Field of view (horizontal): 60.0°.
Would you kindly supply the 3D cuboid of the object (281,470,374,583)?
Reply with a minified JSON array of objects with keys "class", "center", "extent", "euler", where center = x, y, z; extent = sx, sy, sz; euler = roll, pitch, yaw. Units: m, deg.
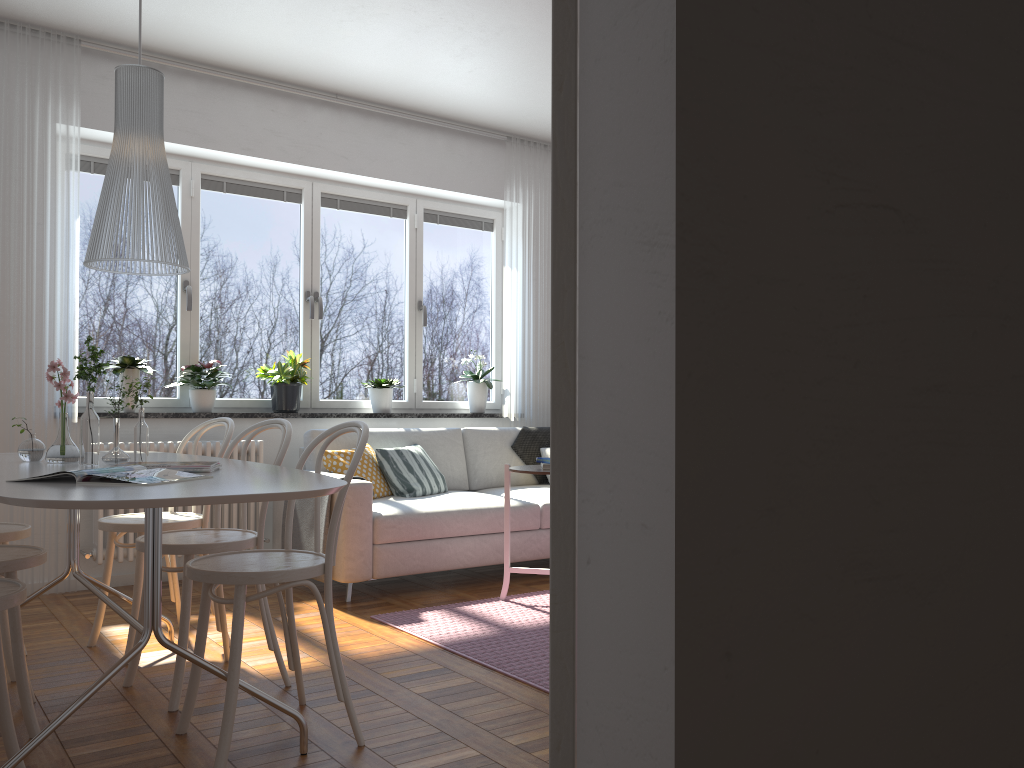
[{"class":"object","center":[-0.989,0.736,4.692],"extent":[0.288,0.533,0.608],"euler":[1,-1,-36]}]

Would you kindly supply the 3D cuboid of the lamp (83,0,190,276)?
[{"class":"lamp","center":[-1.110,-1.092,2.647],"extent":[0.293,1.496,0.293],"euler":[0,-1,9]}]

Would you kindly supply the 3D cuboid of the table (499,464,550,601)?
[{"class":"table","center":[0.291,0.741,4.333],"extent":[0.617,0.687,0.618],"euler":[1,-1,-37]}]

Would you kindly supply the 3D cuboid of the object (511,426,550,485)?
[{"class":"object","center":[0.462,0.617,6.130],"extent":[0.677,0.648,0.979],"euler":[0,-2,24]}]

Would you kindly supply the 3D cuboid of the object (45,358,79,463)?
[{"class":"object","center":[-1.501,0.089,2.974],"extent":[0.108,0.348,0.111],"euler":[0,-1,24]}]

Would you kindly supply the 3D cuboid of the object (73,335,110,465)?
[{"class":"object","center":[-1.359,0.051,2.862],"extent":[0.110,0.419,0.107],"euler":[-1,-1,43]}]

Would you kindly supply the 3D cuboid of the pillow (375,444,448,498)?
[{"class":"pillow","center":[-0.576,0.502,5.189],"extent":[0.309,0.288,0.470],"euler":[0,-2,25]}]

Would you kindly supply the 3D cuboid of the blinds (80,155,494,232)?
[{"class":"blinds","center":[-1.294,-1.192,5.701],"extent":[2.845,0.098,0.015],"euler":[1,-1,-36]}]

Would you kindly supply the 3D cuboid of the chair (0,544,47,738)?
[{"class":"chair","center":[-1.673,0.563,2.624],"extent":[0.520,0.917,0.448],"euler":[1,-1,-35]}]

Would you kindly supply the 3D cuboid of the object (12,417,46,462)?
[{"class":"object","center":[-1.649,0.189,3.022],"extent":[0.112,0.151,0.087],"euler":[0,-1,-13]}]

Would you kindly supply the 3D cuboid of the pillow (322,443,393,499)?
[{"class":"pillow","center":[-0.858,0.497,5.006],"extent":[0.313,0.317,0.464],"euler":[0,-2,22]}]

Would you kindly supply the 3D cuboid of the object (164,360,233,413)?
[{"class":"object","center":[-1.797,0.012,5.149],"extent":[0.371,0.308,0.380],"euler":[0,-2,29]}]

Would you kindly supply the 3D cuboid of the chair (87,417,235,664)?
[{"class":"chair","center":[-0.381,0.423,4.825],"extent":[0.448,1.342,3.695],"euler":[0,-2,40]}]

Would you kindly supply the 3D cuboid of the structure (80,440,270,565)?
[{"class":"structure","center":[-1.825,0.624,4.866],"extent":[0.972,0.623,0.224],"euler":[1,-1,-36]}]

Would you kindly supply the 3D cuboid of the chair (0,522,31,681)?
[{"class":"chair","center":[-2.022,0.579,3.183],"extent":[0.520,0.917,0.448],"euler":[1,-1,-30]}]

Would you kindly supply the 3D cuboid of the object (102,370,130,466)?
[{"class":"object","center":[-1.271,0.107,2.851],"extent":[0.084,0.308,0.084],"euler":[0,-1,9]}]

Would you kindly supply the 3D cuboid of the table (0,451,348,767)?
[{"class":"table","center":[-1.272,0.643,2.782],"extent":[0.931,0.769,2.289],"euler":[1,-2,-36]}]

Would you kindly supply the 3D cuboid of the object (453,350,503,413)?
[{"class":"object","center":[-0.271,-0.014,6.298],"extent":[0.340,0.444,0.286],"euler":[-1,-1,43]}]

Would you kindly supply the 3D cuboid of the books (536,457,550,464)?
[{"class":"books","center":[0.221,0.372,4.312],"extent":[0.136,0.024,0.175],"euler":[1,-2,-31]}]

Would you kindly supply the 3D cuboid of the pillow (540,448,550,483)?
[{"class":"pillow","center":[0.468,0.558,5.948],"extent":[0.532,0.259,0.301],"euler":[1,-1,-22]}]

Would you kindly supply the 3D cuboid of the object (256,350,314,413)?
[{"class":"object","center":[-1.387,-0.016,5.408],"extent":[0.333,0.384,0.299],"euler":[1,-1,-20]}]

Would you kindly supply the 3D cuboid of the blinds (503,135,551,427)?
[{"class":"blinds","center":[0.472,-0.295,6.573],"extent":[1.292,2.886,0.055],"euler":[1,-1,-36]}]

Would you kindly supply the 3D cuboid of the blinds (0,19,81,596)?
[{"class":"blinds","center":[-2.672,-0.377,4.320],"extent":[1.038,2.886,0.055],"euler":[1,-1,-36]}]

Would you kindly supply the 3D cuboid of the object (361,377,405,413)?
[{"class":"object","center":[-0.851,0.072,5.815],"extent":[0.283,0.237,0.267],"euler":[-1,-2,36]}]

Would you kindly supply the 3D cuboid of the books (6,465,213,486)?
[{"class":"books","center":[-1.016,0.229,2.259],"extent":[0.405,0.029,0.266],"euler":[0,-2,14]}]

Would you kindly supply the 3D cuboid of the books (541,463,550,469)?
[{"class":"books","center":[0.226,0.398,4.335],"extent":[0.162,0.026,0.209],"euler":[0,-2,-1]}]

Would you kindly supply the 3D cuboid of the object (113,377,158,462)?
[{"class":"object","center":[-1.271,0.119,3.016],"extent":[0.146,0.294,0.098],"euler":[0,-1,-2]}]

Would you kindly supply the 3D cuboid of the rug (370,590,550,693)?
[{"class":"rug","center":[1.034,1.069,3.828],"extent":[2.458,0.008,2.366],"euler":[1,-2,-36]}]

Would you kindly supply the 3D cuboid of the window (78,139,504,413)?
[{"class":"window","center":[-1.277,-0.571,5.665],"extent":[3.020,1.510,0.151],"euler":[1,-1,-36]}]

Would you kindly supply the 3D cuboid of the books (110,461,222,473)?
[{"class":"books","center":[-1.008,0.243,2.596],"extent":[0.278,0.022,0.204],"euler":[1,-2,-9]}]

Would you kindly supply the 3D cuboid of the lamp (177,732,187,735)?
[{"class":"lamp","center":[0.025,0.415,4.476],"extent":[0.332,1.346,4.593],"euler":[0,-2,24]}]

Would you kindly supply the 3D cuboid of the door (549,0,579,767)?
[{"class":"door","center":[0.083,-0.120,0.893],"extent":[0.047,2.200,0.445],"euler":[0,-1,15]}]

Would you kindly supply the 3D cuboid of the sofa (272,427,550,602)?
[{"class":"sofa","center":[-0.114,0.696,5.433],"extent":[2.462,0.842,1.004],"euler":[1,-2,-36]}]

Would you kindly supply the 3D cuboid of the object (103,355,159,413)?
[{"class":"object","center":[-2.089,-0.001,4.873],"extent":[0.292,0.315,0.354],"euler":[1,-2,-44]}]

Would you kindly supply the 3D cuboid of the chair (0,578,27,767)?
[{"class":"chair","center":[-1.437,0.548,2.086],"extent":[0.520,0.917,0.448],"euler":[1,-1,-25]}]
